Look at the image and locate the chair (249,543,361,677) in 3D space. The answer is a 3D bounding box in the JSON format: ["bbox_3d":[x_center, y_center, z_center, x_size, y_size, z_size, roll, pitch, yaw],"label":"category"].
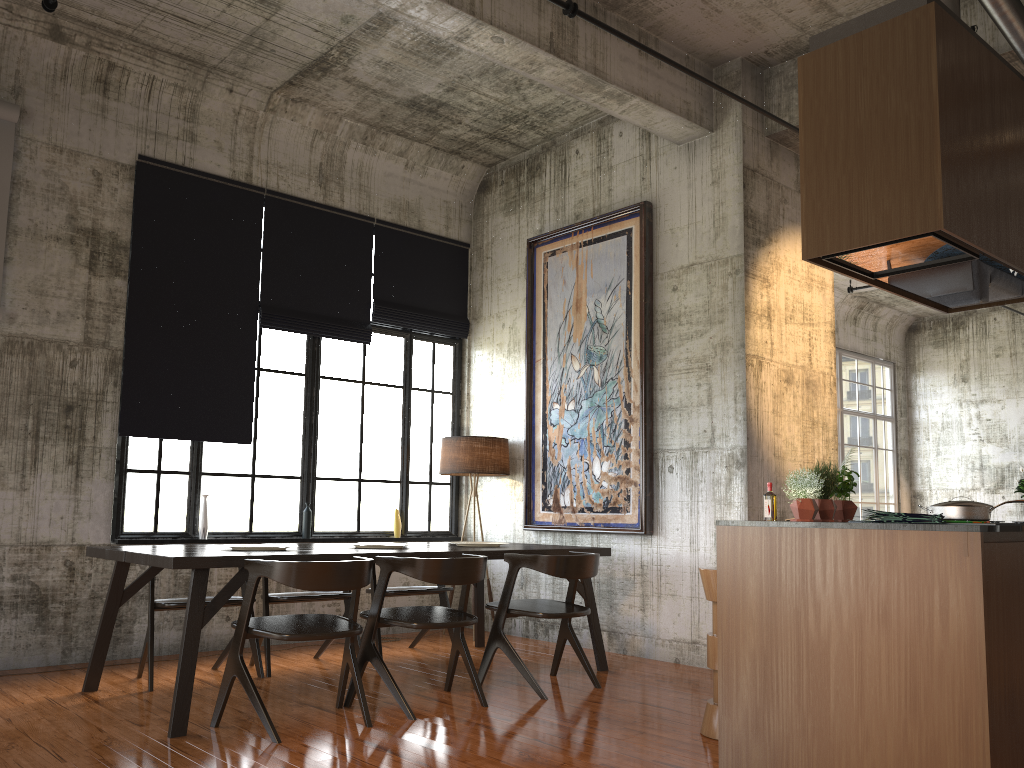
[{"bbox_3d":[-1.735,1.839,7.358,0.880,0.989,0.771,7,-10,-40],"label":"chair"}]

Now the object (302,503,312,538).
[{"bbox_3d":[-2.020,1.348,8.738,0.080,0.350,0.081,2,-7,-10],"label":"object"}]

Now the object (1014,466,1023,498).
[{"bbox_3d":[4.222,0.880,7.156,0.304,0.500,0.269,1,-7,1],"label":"object"}]

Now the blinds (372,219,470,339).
[{"bbox_3d":[-0.983,-1.159,9.904,1.299,1.137,0.053,8,-9,-41],"label":"blinds"}]

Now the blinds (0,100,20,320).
[{"bbox_3d":[-5.688,-1.619,5.619,4.475,1.769,0.137,8,-10,-41],"label":"blinds"}]

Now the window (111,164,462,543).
[{"bbox_3d":[-2.002,-0.118,9.019,3.819,3.422,0.050,7,-9,-41],"label":"window"}]

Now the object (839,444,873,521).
[{"bbox_3d":[3.157,1.670,9.348,1.513,2.055,1.895,3,-8,-19],"label":"object"}]

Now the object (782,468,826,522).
[{"bbox_3d":[1.497,0.566,4.572,0.211,0.282,0.221,6,-9,-33],"label":"object"}]

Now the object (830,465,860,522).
[{"bbox_3d":[1.840,0.607,4.912,0.173,0.310,0.179,6,-9,-35],"label":"object"}]

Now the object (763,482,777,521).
[{"bbox_3d":[1.403,0.639,4.816,0.056,0.208,0.056,7,-9,-41],"label":"object"}]

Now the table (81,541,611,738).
[{"bbox_3d":[-1.087,1.761,6.804,3.710,1.002,1.642,8,-11,-41],"label":"table"}]

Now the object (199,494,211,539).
[{"bbox_3d":[-2.798,1.207,8.062,0.082,0.409,0.082,0,-7,9],"label":"object"}]

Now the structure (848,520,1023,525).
[{"bbox_3d":[2.245,0.682,4.369,1.099,0.019,0.679,8,-11,-41],"label":"structure"}]

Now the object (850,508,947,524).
[{"bbox_3d":[1.715,0.590,3.964,0.391,0.067,0.185,0,-8,5],"label":"object"}]

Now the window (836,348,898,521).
[{"bbox_3d":[5.927,1.042,15.954,4.291,3.422,0.050,8,-9,-41],"label":"window"}]

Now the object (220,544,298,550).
[{"bbox_3d":[-1.763,1.141,6.186,0.527,0.024,0.528,6,-10,-31],"label":"object"}]

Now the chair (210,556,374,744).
[{"bbox_3d":[-1.252,1.554,5.351,0.880,0.989,0.771,7,-10,-40],"label":"chair"}]

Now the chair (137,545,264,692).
[{"bbox_3d":[-2.408,1.742,6.765,0.880,0.989,0.771,7,-10,-42],"label":"chair"}]

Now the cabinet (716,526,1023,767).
[{"bbox_3d":[3.051,1.494,5.317,4.369,1.239,1.247,8,-10,-41],"label":"cabinet"}]

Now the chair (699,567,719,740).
[{"bbox_3d":[1.327,1.590,5.287,0.409,0.959,0.412,-3,-8,27],"label":"chair"}]

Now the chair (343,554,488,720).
[{"bbox_3d":[-0.578,1.651,5.944,0.880,0.989,0.771,7,-10,-42],"label":"chair"}]

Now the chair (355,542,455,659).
[{"bbox_3d":[-0.979,1.949,8.034,0.880,0.989,0.771,7,-10,-41],"label":"chair"}]

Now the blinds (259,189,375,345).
[{"bbox_3d":[-1.950,-1.171,9.040,1.257,1.392,0.052,7,-9,-41],"label":"blinds"}]

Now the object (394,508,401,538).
[{"bbox_3d":[-1.219,1.478,9.438,0.073,0.317,0.074,0,-7,11],"label":"object"}]

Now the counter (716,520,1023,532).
[{"bbox_3d":[3.059,0.938,5.379,4.371,0.173,1.247,8,-11,-41],"label":"counter"}]

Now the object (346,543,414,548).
[{"bbox_3d":[-1.023,1.248,6.837,0.527,0.024,0.528,6,-10,-31],"label":"object"}]

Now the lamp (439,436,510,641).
[{"bbox_3d":[-0.408,1.601,9.311,0.753,2.048,0.754,5,-8,-29],"label":"lamp"}]

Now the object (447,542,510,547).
[{"bbox_3d":[-0.284,1.354,7.488,0.527,0.024,0.528,6,-10,-31],"label":"object"}]

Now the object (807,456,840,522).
[{"bbox_3d":[1.662,0.553,4.750,0.186,0.366,0.197,1,-7,-2],"label":"object"}]

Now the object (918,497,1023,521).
[{"bbox_3d":[2.263,0.583,4.101,0.729,0.120,0.332,2,-8,-6],"label":"object"}]

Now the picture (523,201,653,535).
[{"bbox_3d":[0.716,-0.099,8.767,0.142,3.108,1.658,7,-9,-41],"label":"picture"}]

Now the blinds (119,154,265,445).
[{"bbox_3d":[-2.906,-0.741,8.171,1.217,2.524,0.034,7,-9,-41],"label":"blinds"}]

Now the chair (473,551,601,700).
[{"bbox_3d":[0.242,1.760,6.609,0.771,0.989,0.880,-6,-10,44],"label":"chair"}]

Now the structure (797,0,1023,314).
[{"bbox_3d":[2.229,-1.096,4.607,1.632,1.121,0.664,8,-10,-41],"label":"structure"}]
